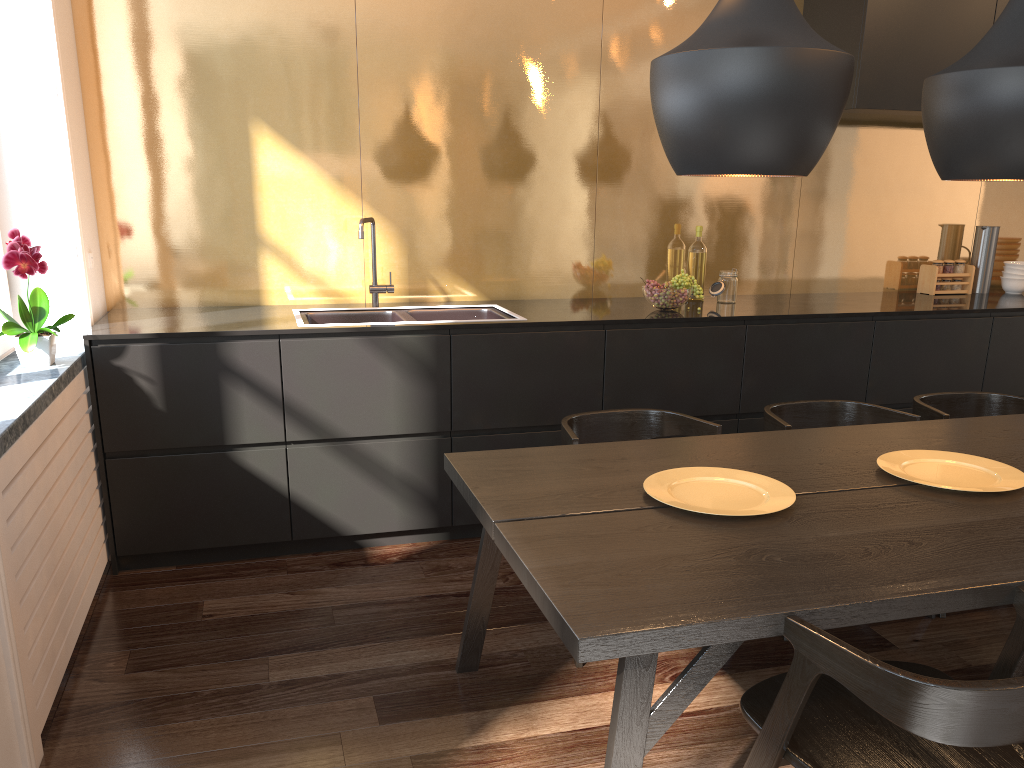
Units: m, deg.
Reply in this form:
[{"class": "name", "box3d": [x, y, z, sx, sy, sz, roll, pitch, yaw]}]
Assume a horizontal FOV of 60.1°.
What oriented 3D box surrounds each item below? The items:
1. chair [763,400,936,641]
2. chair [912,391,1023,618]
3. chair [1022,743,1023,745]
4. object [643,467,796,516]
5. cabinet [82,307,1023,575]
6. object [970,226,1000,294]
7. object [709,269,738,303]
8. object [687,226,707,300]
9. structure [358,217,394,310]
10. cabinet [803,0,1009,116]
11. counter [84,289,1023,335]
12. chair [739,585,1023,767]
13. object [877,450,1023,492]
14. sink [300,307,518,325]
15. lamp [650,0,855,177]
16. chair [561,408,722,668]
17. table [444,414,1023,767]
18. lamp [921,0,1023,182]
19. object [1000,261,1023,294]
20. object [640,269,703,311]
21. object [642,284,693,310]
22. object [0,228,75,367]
[{"class": "chair", "box3d": [1.099, 0.440, 3.010, 0.592, 0.684, 0.510, -4, 15, -17]}, {"class": "chair", "box3d": [1.685, 0.412, 3.170, 0.592, 0.684, 0.510, -4, 15, -16]}, {"class": "chair", "box3d": [1.389, 0.695, 1.857, 0.592, 0.684, 0.510, -3, 15, -15]}, {"class": "object", "box3d": [0.494, 0.260, 2.118, 0.355, 0.017, 0.349, -2, 13, -12]}, {"class": "cabinet", "box3d": [0.875, 0.083, 4.131, 5.057, 0.918, 0.720, -3, 15, -15]}, {"class": "object", "box3d": [2.467, -0.648, 4.611, 0.164, 0.346, 0.112, -3, 16, -12]}, {"class": "object", "box3d": [0.983, -0.452, 4.080, 0.175, 0.154, 0.087, -10, 19, -37]}, {"class": "object", "box3d": [0.875, -0.574, 4.184, 0.091, 0.346, 0.091, 14, 21, 39]}, {"class": "structure", "box3d": [-0.558, -0.491, 3.670, 0.109, 0.393, 0.261, 1, 15, 0]}, {"class": "cabinet", "box3d": [2.359, -1.789, 4.115, 1.953, 1.071, 0.522, -3, 16, -15]}, {"class": "counter", "box3d": [0.880, -0.357, 4.004, 5.054, 0.002, 0.719, -3, 13, -15]}, {"class": "chair", "box3d": [0.733, 0.728, 1.671, 0.592, 0.684, 0.510, -4, 15, -17]}, {"class": "object", "box3d": [1.136, 0.229, 2.294, 0.354, 0.017, 0.351, -8, 15, -34]}, {"class": "sink", "box3d": [0.764, -0.364, 3.925, 3.409, 0.248, 0.474, -3, 14, -17]}, {"class": "lamp", "box3d": [0.496, -0.713, 1.828, 0.410, 0.551, 0.404, 5, 15, 17]}, {"class": "chair", "box3d": [0.407, 0.467, 2.848, 0.592, 0.684, 0.511, -4, 16, -19]}, {"class": "table", "box3d": [1.159, 0.577, 2.362, 2.497, 0.692, 1.088, -3, 14, -15]}, {"class": "lamp", "box3d": [1.168, -0.745, 2.013, 0.408, 0.551, 0.406, -11, 19, -38]}, {"class": "object", "box3d": [2.642, -0.557, 4.628, 0.157, 0.163, 0.151, 4, 15, 12]}, {"class": "object", "box3d": [0.682, -0.405, 3.795, 0.238, 0.176, 0.175, -7, 16, -30]}, {"class": "object", "box3d": [0.667, -0.369, 3.815, 0.217, 0.099, 0.216, 8, 15, 31]}, {"class": "object", "box3d": [-1.482, -0.264, 2.764, 0.228, 0.445, 0.401, -12, 19, -38]}]
